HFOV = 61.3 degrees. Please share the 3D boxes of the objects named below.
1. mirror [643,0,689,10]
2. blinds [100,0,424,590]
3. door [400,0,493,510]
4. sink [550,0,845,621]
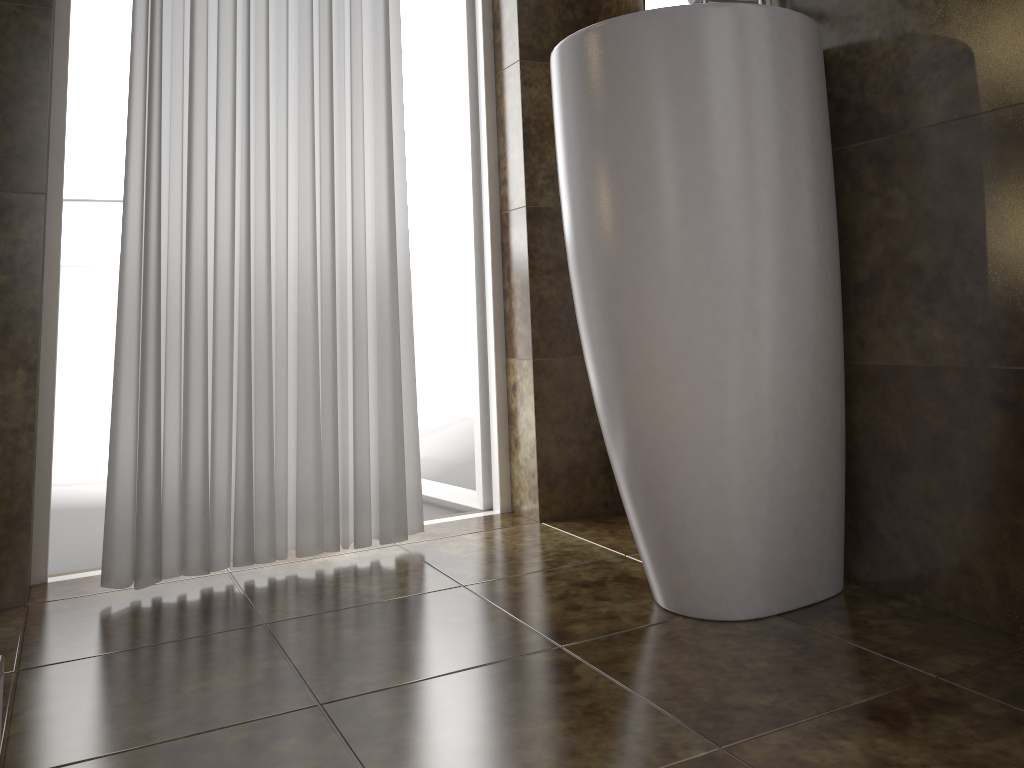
[{"bbox_3d":[0.458,-1.313,1.709,0.008,1.109,0.752,2,-6,-27],"label":"mirror"},{"bbox_3d":[-0.488,-0.808,1.801,0.602,2.317,0.066,2,-9,-26],"label":"blinds"},{"bbox_3d":[-0.381,-0.823,2.629,0.040,2.266,0.941,4,-9,-38],"label":"door"},{"bbox_3d":[0.300,-0.232,1.447,0.438,1.157,0.447,1,-8,-24],"label":"sink"}]
